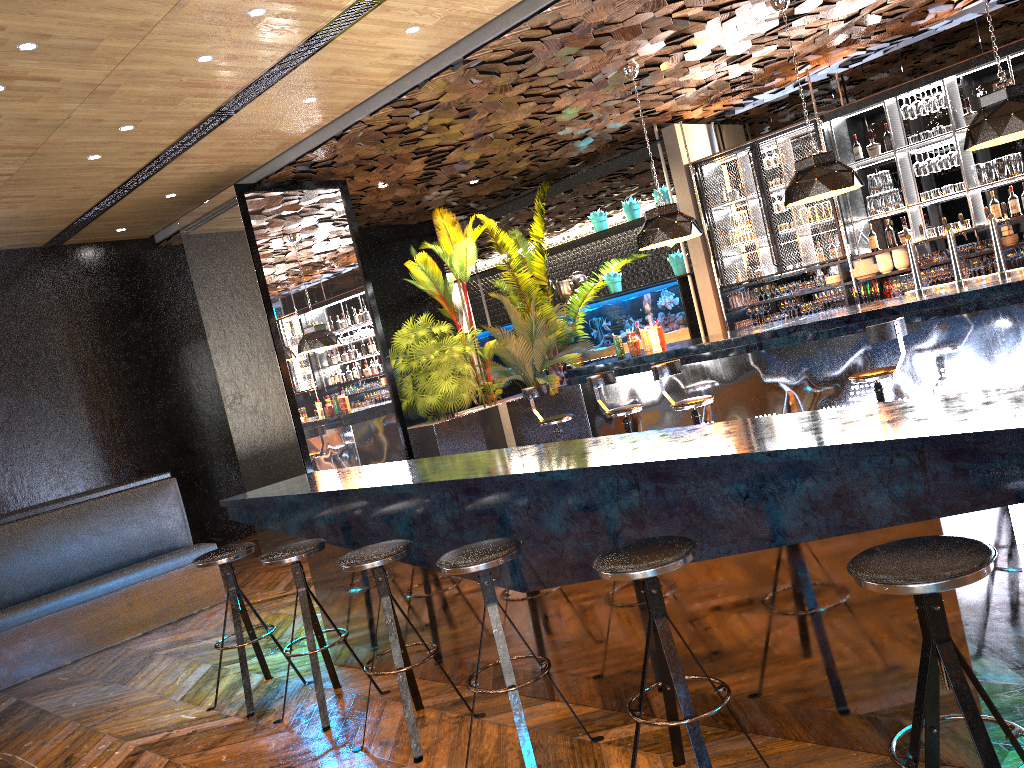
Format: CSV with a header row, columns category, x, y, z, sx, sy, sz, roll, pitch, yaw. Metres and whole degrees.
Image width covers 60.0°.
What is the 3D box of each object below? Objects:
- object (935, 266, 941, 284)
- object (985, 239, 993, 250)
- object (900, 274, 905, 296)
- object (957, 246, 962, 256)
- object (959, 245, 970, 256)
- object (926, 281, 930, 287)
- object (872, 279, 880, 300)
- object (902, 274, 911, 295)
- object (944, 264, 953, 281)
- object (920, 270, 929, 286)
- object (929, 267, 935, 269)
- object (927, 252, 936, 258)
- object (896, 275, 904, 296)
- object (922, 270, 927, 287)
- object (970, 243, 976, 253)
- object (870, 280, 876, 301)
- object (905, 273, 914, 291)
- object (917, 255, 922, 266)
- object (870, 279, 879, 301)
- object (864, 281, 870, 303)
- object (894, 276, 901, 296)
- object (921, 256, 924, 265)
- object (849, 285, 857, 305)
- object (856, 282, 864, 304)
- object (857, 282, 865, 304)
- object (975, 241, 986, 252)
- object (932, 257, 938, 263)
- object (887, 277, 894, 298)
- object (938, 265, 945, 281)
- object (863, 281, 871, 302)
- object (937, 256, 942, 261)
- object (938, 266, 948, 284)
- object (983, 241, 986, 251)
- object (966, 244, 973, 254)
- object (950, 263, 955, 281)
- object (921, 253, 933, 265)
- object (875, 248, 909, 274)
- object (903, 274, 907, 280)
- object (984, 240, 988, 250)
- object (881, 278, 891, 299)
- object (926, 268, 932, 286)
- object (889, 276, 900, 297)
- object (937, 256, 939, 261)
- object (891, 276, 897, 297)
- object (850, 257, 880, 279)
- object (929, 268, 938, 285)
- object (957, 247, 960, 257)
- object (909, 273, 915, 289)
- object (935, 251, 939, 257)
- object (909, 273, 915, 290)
category,x,y,z,sx,sy,sz,roll,pitch,yaw
object,4.246,-1.056,8.809,0.084,0.216,0.084,-12,3,38
object,4.524,-1.321,8.384,0.095,0.096,0.095,-14,3,-21
object,4.025,-1.014,9.112,0.082,0.213,0.082,-15,3,-24
object,4.371,-1.298,8.672,0.093,0.099,0.093,-12,3,33
object,4.335,-1.282,8.491,0.093,0.099,0.093,-15,3,-25
object,4.219,-1.057,9.036,0.082,0.213,0.082,-12,3,36
object,3.775,-0.964,9.151,0.073,0.229,0.073,-12,3,34
object,3.966,-0.992,8.922,0.082,0.213,0.082,-14,2,-11
object,4.310,-1.069,8.752,0.084,0.216,0.084,-14,2,-2
object,4.090,-1.018,8.787,0.084,0.216,0.084,-12,3,34
object,4.277,-1.070,8.974,0.084,0.216,0.084,-14,2,-6
object,4.198,-1.264,8.869,0.100,0.100,0.089,-14,2,-3
object,3.957,-0.995,9.054,0.082,0.213,0.082,-13,3,22
object,4.157,-1.040,8.976,0.082,0.213,0.082,-12,3,33
object,4.477,-1.322,8.634,0.093,0.099,0.093,-12,3,33
object,3.796,-0.977,9.324,0.073,0.229,0.073,-12,3,34
object,4.027,-1.009,8.982,0.082,0.213,0.082,-12,3,25
object,4.020,-1.219,8.804,0.089,0.100,0.100,-15,3,-40
object,3.790,-0.971,9.239,0.073,0.229,0.073,-12,3,34
object,3.783,-0.980,9.479,0.073,0.229,0.073,-12,3,34
object,4.016,-1.017,9.246,0.082,0.213,0.082,-13,3,22
object,4.092,-1.240,8.889,0.100,0.100,0.089,-13,2,18
object,3.596,-0.928,9.313,0.073,0.229,0.073,-12,3,34
object,3.712,-0.959,9.401,0.073,0.229,0.073,-12,3,34
object,3.687,-0.950,9.320,0.073,0.229,0.073,-12,3,34
object,4.426,-1.297,8.384,0.095,0.096,0.095,-13,3,19
object,4.152,-1.220,8.711,0.044,0.048,0.049,-14,2,-2
object,3.896,-0.983,9.121,0.082,0.213,0.082,-12,3,38
object,4.336,-1.082,8.904,0.084,0.216,0.084,-11,3,44
object,3.711,-0.952,9.224,0.073,0.229,0.073,-12,3,34
object,4.229,-1.241,8.781,0.049,0.048,0.044,-12,3,33
object,4.217,-1.042,8.654,0.084,0.216,0.084,-14,2,-2
object,4.479,-1.314,8.475,0.095,0.096,0.095,-16,3,-44
object,4.404,-1.301,8.567,0.093,0.099,0.093,-13,2,17
object,4.403,-1.095,8.844,0.084,0.216,0.084,-14,3,-22
object,4.114,-1.241,8.784,0.100,0.100,0.089,-14,2,-8
object,3.882,-1.256,9.044,0.309,0.216,0.149,-11,3,43
object,4.081,-1.030,9.176,0.082,0.213,0.082,-14,2,-14
object,4.586,-1.345,8.599,0.095,0.096,0.095,-15,3,-28
object,3.833,-0.966,9.060,0.082,0.213,0.082,-14,2,-15
object,4.186,-1.044,8.876,0.084,0.216,0.084,-15,3,-33
object,3.894,-0.978,8.997,0.082,0.213,0.082,-14,2,-15
object,4.189,-1.231,8.752,0.049,0.048,0.044,-14,2,-12
object,3.958,-1.001,9.181,0.082,0.213,0.082,-13,2,5
object,3.694,-1.210,9.287,0.300,0.195,0.306,-16,3,-43
object,4.154,-1.030,8.719,0.084,0.216,0.084,-15,3,-29
object,4.297,-1.277,8.596,0.093,0.099,0.093,-15,3,-28
object,4.028,-1.004,8.855,0.082,0.213,0.082,-14,2,-15
object,4.270,-1.284,8.937,0.089,0.100,0.100,-12,3,39
object,4.089,-1.026,9.046,0.082,0.213,0.082,-14,2,-13
